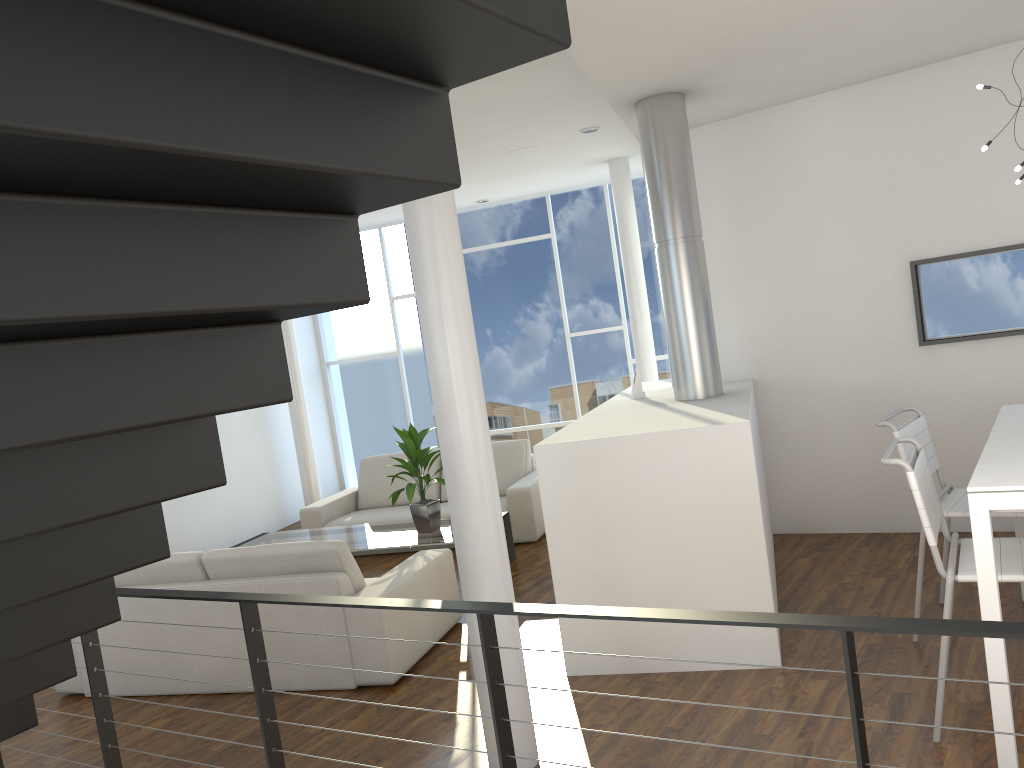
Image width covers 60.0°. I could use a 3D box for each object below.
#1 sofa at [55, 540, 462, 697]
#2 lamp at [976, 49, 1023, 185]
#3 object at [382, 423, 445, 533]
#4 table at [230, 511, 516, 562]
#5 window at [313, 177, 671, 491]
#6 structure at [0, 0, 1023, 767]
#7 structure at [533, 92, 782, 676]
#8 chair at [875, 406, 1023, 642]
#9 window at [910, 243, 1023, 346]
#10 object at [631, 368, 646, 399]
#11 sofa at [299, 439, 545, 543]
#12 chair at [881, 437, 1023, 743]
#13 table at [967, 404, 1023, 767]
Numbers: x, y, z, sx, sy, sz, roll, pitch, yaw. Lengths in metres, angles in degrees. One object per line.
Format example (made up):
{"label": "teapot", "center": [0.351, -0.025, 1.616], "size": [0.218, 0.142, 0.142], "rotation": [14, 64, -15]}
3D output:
{"label": "sofa", "center": [-1.129, 0.928, 3.909], "size": [1.612, 0.566, 0.800], "rotation": [-8, 3, 17]}
{"label": "lamp", "center": [1.611, -0.975, 2.408], "size": [0.588, 0.727, 0.619], "rotation": [-11, 4, -36]}
{"label": "object", "center": [-0.480, 0.492, 4.731], "size": [0.432, 0.602, 0.457], "rotation": [-8, 3, 2]}
{"label": "table", "center": [-0.852, 0.987, 4.939], "size": [1.610, 0.285, 0.659], "rotation": [-8, 3, 17]}
{"label": "window", "center": [-0.352, -1.887, 7.643], "size": [3.418, 5.645, 0.090], "rotation": [-7, 4, 16]}
{"label": "structure", "center": [-0.397, 0.744, 1.395], "size": [4.367, 6.308, 1.091], "rotation": [-6, 5, 32]}
{"label": "structure", "center": [0.758, -0.191, 4.336], "size": [0.751, 2.210, 2.743], "rotation": [-7, 3, 16]}
{"label": "chair", "center": [1.624, 0.462, 3.049], "size": [0.556, 0.766, 0.427], "rotation": [-6, 5, 38]}
{"label": "window", "center": [2.816, -0.493, 3.764], "size": [2.026, 0.408, 0.165], "rotation": [-7, 4, 32]}
{"label": "object", "center": [0.640, -0.003, 4.539], "size": [0.061, 0.151, 0.100], "rotation": [-8, 4, 3]}
{"label": "sofa", "center": [-0.534, 0.748, 5.949], "size": [1.612, 0.566, 0.800], "rotation": [-8, 3, 18]}
{"label": "chair", "center": [1.361, 0.529, 2.412], "size": [0.556, 0.766, 0.427], "rotation": [-6, 4, 29]}
{"label": "table", "center": [1.765, 0.480, 2.478], "size": [0.701, 0.721, 1.396], "rotation": [-6, 4, 32]}
